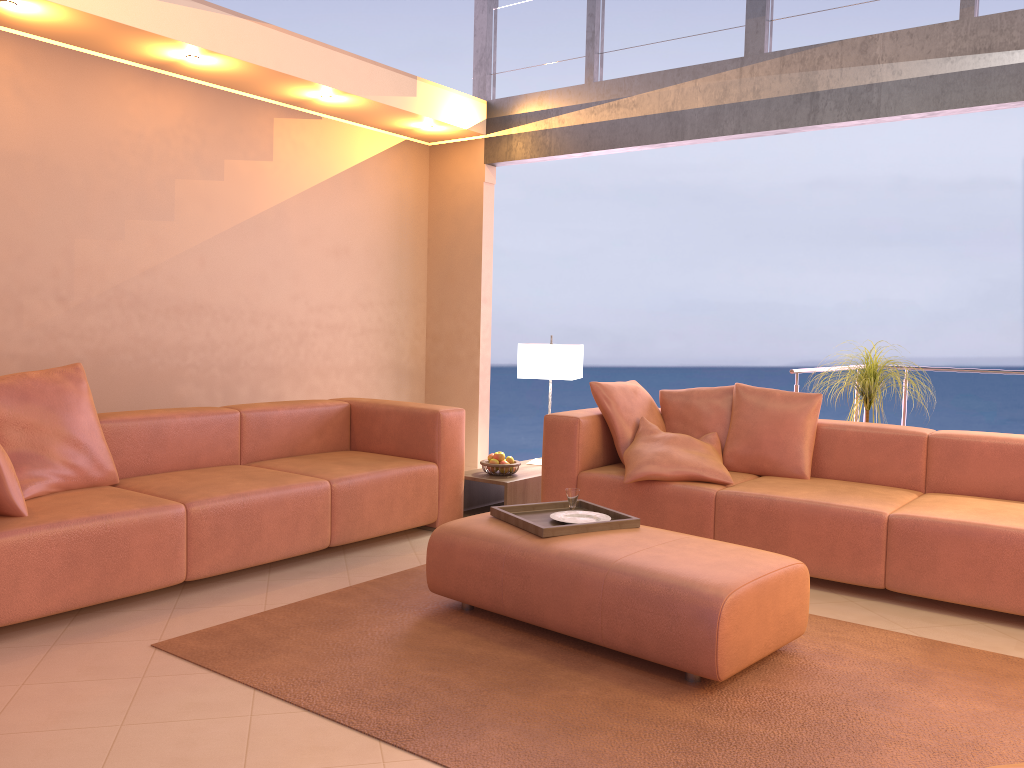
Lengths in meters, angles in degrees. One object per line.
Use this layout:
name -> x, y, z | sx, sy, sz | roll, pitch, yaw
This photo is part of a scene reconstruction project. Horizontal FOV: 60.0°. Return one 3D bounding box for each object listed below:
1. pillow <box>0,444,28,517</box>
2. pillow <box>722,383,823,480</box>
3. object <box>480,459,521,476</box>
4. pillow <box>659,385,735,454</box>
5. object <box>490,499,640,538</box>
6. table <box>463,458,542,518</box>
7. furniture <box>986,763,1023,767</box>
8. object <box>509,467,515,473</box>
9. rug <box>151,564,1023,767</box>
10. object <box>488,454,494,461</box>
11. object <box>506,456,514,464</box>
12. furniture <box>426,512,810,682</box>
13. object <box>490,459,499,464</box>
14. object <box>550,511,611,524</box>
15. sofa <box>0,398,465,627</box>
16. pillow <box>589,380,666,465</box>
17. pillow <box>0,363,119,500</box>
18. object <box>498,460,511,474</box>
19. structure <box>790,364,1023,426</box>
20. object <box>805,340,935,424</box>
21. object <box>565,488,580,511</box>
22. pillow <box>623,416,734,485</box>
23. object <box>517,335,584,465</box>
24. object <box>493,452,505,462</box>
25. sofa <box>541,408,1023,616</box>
pillow -> -2.013, 0.250, 3.219 | 0.554, 0.486, 0.335 | 4, 4, 33
pillow -> 1.330, 0.241, 4.560 | 0.470, 0.468, 0.211 | 4, 4, 32
object -> -0.066, 0.482, 5.092 | 0.235, 0.071, 0.235 | 3, 4, 29
pillow -> 1.018, 0.217, 4.796 | 0.492, 0.446, 0.255 | 3, 4, 20
object -> 0.203, 0.523, 3.491 | 0.436, 0.034, 0.421 | -1, 4, -28
table -> 0.081, 0.641, 5.313 | 0.412, 0.268, 0.918 | 4, 4, 36
furniture -> 1.096, 0.941, 1.667 | 0.659, 0.226, 0.699 | 0, 4, -24
object -> -0.003, 0.486, 5.083 | 0.046, 0.046, 0.055 | 2, 4, 14
rug -> 0.378, 0.925, 2.955 | 2.626, 0.005, 1.833 | 4, 4, 36
object -> -0.115, 0.424, 5.105 | 0.047, 0.046, 0.054 | 3, 4, 23
object -> -0.012, 0.439, 5.075 | 0.051, 0.053, 0.045 | -1, 4, -30
furniture -> 0.357, 0.704, 3.297 | 1.291, 0.301, 0.685 | 4, 5, 41
object -> -0.101, 0.448, 5.033 | 0.055, 0.047, 0.045 | 2, 4, 13
object -> 0.267, 0.529, 3.473 | 0.240, 0.018, 0.240 | 1, 4, 0
sofa -> -1.433, 0.477, 4.101 | 0.943, 0.672, 2.781 | 4, 4, 36
pillow -> 0.667, 0.213, 4.823 | 0.314, 0.455, 0.519 | 4, 4, 33
pillow -> -1.934, 0.185, 3.637 | 0.302, 0.528, 0.582 | 3, 4, 20
object -> -0.045, 0.472, 5.041 | 0.072, 0.076, 0.074 | -2, 5, -43
structure -> 3.769, 0.266, 4.729 | 4.176, 0.541, 1.663 | 4, 4, 36
object -> 2.050, 0.287, 5.140 | 0.703, 1.088, 0.729 | 2, 4, 5
object -> 0.250, 0.481, 3.664 | 0.061, 0.091, 0.061 | 3, 4, 21
pillow -> 0.820, 0.332, 4.463 | 0.517, 0.292, 0.514 | 2, 4, 6
object -> 0.237, 0.096, 5.537 | 0.344, 0.799, 0.344 | 2, 4, 15
object -> -0.074, 0.419, 5.070 | 0.069, 0.061, 0.068 | 1, 4, -2
sofa -> 1.516, 0.538, 4.245 | 2.781, 0.672, 0.943 | 4, 4, 36
